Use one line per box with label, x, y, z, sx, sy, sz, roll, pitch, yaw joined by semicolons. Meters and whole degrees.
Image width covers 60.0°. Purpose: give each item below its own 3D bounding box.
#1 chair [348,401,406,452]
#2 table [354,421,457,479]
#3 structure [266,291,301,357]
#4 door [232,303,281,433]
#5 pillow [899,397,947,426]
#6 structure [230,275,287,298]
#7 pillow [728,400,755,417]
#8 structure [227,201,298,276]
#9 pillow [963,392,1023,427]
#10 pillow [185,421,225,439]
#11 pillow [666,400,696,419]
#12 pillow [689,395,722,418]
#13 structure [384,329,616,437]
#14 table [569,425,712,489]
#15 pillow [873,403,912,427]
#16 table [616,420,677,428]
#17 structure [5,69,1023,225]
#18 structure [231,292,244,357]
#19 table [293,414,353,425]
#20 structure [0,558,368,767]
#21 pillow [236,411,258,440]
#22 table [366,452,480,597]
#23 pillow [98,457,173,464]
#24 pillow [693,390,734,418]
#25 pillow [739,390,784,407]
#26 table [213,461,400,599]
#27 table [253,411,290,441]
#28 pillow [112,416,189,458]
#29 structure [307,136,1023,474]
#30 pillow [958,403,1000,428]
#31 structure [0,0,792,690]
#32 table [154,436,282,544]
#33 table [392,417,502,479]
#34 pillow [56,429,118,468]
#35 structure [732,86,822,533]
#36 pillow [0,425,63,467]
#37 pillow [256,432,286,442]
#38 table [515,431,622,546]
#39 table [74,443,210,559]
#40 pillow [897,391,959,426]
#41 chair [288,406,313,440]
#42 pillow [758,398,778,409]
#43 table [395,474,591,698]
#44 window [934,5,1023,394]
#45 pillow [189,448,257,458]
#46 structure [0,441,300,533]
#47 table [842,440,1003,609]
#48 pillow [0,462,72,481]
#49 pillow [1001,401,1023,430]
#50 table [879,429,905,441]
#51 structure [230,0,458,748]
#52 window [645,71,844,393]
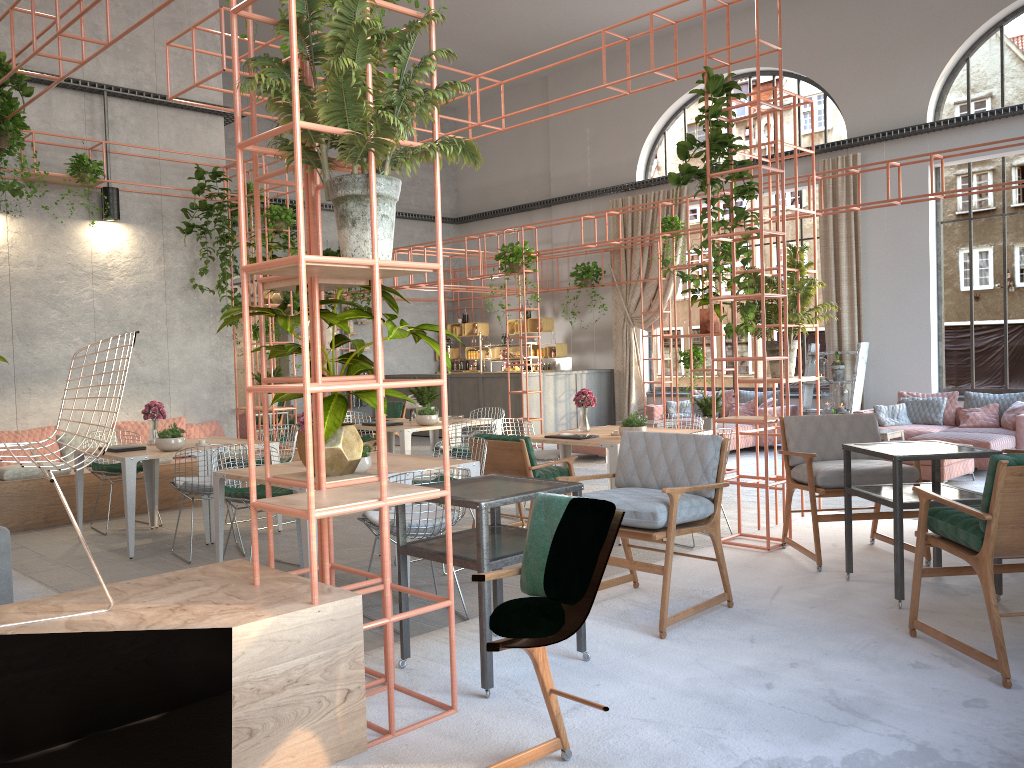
chair;-2.028;0.740;13.360;0.685;0.929;0.722;-4;3;-44
table;-1.272;0.866;9.819;0.694;0.830;1.205;-4;3;-44
structure;-4.526;-1.301;17.476;0.921;1.527;0.950;0;3;44
door;-5.343;-0.220;17.549;1.360;2.729;0.551;-4;3;-44
pillow;5.701;0.379;12.387;0.289;0.385;0.666;-4;3;-44
structure;-4.912;-1.905;16.961;1.312;0.505;0.063;-4;3;-44
pillow;3.697;0.416;14.251;0.479;0.317;0.441;-1;2;27
structure;-4.860;-2.742;16.861;0.856;1.514;1.939;0;2;40
pillow;6.443;0.345;11.826;0.273;0.476;0.836;-4;3;-44
pillow;-3.750;0.657;10.708;0.289;0.385;0.666;0;2;41
pillow;2.849;0.436;14.872;0.500;0.324;0.307;-2;2;-9
pillow;3.227;0.373;14.912;0.289;0.385;0.666;-4;3;-44
structure;-0.326;-0.016;17.940;2.579;2.022;4.057;-4;3;-44
table;1.184;0.851;8.334;0.694;0.830;1.214;-4;3;-44
pillow;5.323;0.442;12.348;0.500;0.324;0.307;-2;2;-9
table;2.146;0.822;14.152;0.520;0.455;0.916;-4;3;-44
structure;-1.404;-3.393;9.893;15.603;0.110;15.203;-4;3;-44
structure;-5.439;-1.262;16.521;0.921;1.527;0.950;-2;2;-11
table;-2.696;0.849;12.717;0.635;0.798;0.602;-4;3;-44
structure;-3.485;0.810;3.705;3.396;1.111;9.152;-4;3;-44
pillow;-3.658;0.577;11.653;0.839;0.474;0.276;0;2;36
table;-0.879;0.966;6.380;0.694;0.830;1.214;-4;3;-44
pillow;-4.142;0.839;9.761;0.637;0.149;0.491;-4;3;-43
pillow;3.343;0.335;15.006;0.276;0.474;0.839;-4;3;-44
pillow;3.969;0.339;14.351;0.273;0.476;0.836;-4;3;-44
table;-1.372;0.998;5.892;0.694;0.830;1.205;-4;3;-44
table;-3.924;0.846;13.971;0.635;0.798;0.602;-4;3;-44
pillow;-4.195;0.638;10.240;0.839;0.474;0.276;-3;2;-24
structure;2.239;-0.769;13.866;4.157;4.247;14.689;-4;3;-44
pillow;6.171;0.422;11.726;0.479;0.317;0.441;-1;2;27
structure;-4.279;-0.990;9.707;14.096;4.345;4.501;0;3;44
table;-2.792;0.962;8.335;0.694;0.830;1.214;-4;3;-44
table;-0.778;0.835;10.309;0.694;0.830;1.214;-4;3;-44
pillow;-4.665;0.715;9.811;0.289;0.385;0.666;0;2;41
structure;2.181;-0.533;7.316;0.624;3.602;0.424;-4;3;-44
pillow;-5.139;0.695;9.376;0.276;0.474;0.839;0;2;36
pillow;-3.426;0.743;12.031;0.491;0.149;0.637;-4;3;-43
table;0.689;0.883;7.844;0.694;0.830;1.205;-4;3;-44
table;-3.286;0.993;7.845;0.694;0.830;1.205;-4;3;-44
pillow;5.817;0.341;12.481;0.276;0.474;0.839;-4;3;-44
chair;-3.267;0.737;14.624;0.685;0.930;0.722;-4;3;-44
pillow;3.973;0.400;13.890;0.308;0.349;0.495;-2;2;5
table;-0.090;0.853;3.943;0.635;0.798;0.602;-4;3;-44
window;7.776;-2.611;11.792;0.089;5.544;4.126;-4;3;-44
pillow;-3.416;0.793;10.472;0.637;0.149;0.491;-4;3;-43
structure;-5.801;1.122;11.763;4.386;0.500;5.831;-4;3;-44
table;2.257;0.748;4.909;0.602;0.798;0.635;-2;2;-4
pillow;-4.890;0.886;9.028;0.637;0.149;0.491;-4;3;-43
pillow;6.447;0.406;11.365;0.308;0.349;0.495;-2;2;5
table;4.620;0.832;11.628;0.520;0.455;0.916;-4;3;-44
structure;-0.483;-0.517;3.254;0.748;3.623;0.722;-4;3;-44
window;4.048;-2.623;15.595;0.089;5.538;4.127;-4;3;-44
